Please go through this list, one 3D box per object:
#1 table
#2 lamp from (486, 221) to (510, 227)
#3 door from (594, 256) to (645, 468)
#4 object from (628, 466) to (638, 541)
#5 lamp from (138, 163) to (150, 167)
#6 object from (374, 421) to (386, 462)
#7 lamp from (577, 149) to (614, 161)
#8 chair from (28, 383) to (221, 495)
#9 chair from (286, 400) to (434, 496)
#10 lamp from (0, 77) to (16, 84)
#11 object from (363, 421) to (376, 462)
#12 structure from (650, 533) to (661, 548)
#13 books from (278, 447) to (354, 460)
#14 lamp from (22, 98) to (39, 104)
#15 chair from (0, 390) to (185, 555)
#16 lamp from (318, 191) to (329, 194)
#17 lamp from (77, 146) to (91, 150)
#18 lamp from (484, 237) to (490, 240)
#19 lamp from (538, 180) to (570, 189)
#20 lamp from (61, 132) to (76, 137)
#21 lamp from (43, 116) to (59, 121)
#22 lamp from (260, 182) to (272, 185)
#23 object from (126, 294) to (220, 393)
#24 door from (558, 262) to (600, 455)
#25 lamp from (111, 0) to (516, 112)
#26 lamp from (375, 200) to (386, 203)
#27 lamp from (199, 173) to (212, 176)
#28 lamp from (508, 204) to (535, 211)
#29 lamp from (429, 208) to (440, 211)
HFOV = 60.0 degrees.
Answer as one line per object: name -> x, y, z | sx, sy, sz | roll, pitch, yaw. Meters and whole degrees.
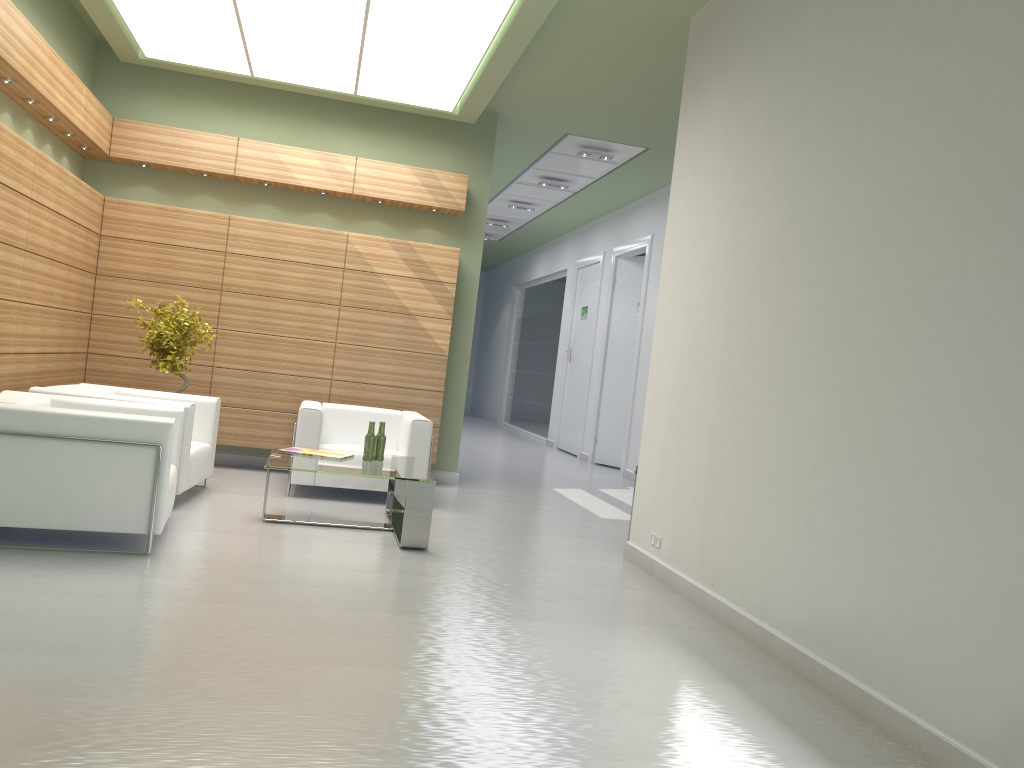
table -> -1.943, 1.262, 10.321 | 1.783, 0.742, 2.197 | 6, 1, -12
lamp -> -0.411, -4.705, 25.900 | 0.657, 0.159, 0.286 | 6, 1, -12
door -> 3.038, -0.504, 21.001 | 0.134, 5.083, 2.089 | 6, 1, -42
object -> 1.711, 1.554, 11.022 | 0.483, 1.027, 0.482 | 6, 1, -41
lamp -> -5.623, -3.372, 13.556 | 0.181, 0.074, 0.181 | 6, 1, -18
object -> -1.579, 0.687, 10.636 | 0.131, 0.475, 0.131 | 7, 1, 42
lamp -> 1.578, -4.364, 16.745 | 0.657, 0.159, 0.286 | 6, 1, -12
chair -> -4.676, 0.717, 10.860 | 1.769, 1.234, 1.894 | 7, 1, -7
chair -> -2.212, 0.979, 12.881 | 1.894, 1.234, 1.802 | 6, 1, -12
lamp -> -5.463, -3.306, 9.592 | 0.181, 0.074, 0.181 | 6, 1, -41
object -> -1.678, 0.677, 10.490 | 0.131, 0.475, 0.131 | 7, 1, 42
structure -> 1.560, 1.697, 9.628 | 0.017, 0.118, 0.262 | 6, 1, -12
books -> -2.330, 0.827, 10.581 | 0.762, 0.025, 0.508 | 7, 1, 8
lamp -> -5.635, -3.336, 10.387 | 0.181, 0.074, 0.181 | 6, 1, -29
chair -> -4.199, 0.800, 8.586 | 1.802, 1.234, 1.894 | 6, 1, -17
lamp -> -3.004, -3.075, 14.137 | 0.181, 0.074, 0.181 | 6, 1, -18
lamp -> -6.151, -3.424, 12.757 | 0.181, 0.074, 0.181 | 6, 1, -29
lamp -> -1.058, -4.816, 28.876 | 0.657, 0.159, 0.286 | 6, 1, -12
lamp -> 0.931, -4.475, 19.726 | 0.657, 0.159, 0.286 | 6, 1, -12
lamp -> -5.979, -3.395, 11.968 | 0.181, 0.074, 0.181 | 6, 1, -41
lamp -> -5.805, -3.365, 11.167 | 0.181, 0.074, 0.181 | 6, 1, -29
lamp -> -3.868, -3.173, 13.945 | 0.181, 0.074, 0.181 | 7, 1, 38
object -> -4.904, -0.008, 12.457 | 1.201, 2.565, 1.116 | 6, 1, -44
door -> 1.790, -0.685, 24.006 | 0.250, 5.083, 2.089 | 6, 1, -12
lamp -> -2.588, -4.586, 10.967 | 4.571, 0.325, 5.060 | 6, 1, -12
lamp -> -2.127, -2.975, 14.331 | 0.181, 0.074, 0.181 | 7, 1, 38
lamp -> -4.751, -3.273, 13.750 | 0.181, 0.074, 0.181 | 6, 1, -18
lamp -> 0.254, -4.591, 22.839 | 0.657, 0.159, 0.286 | 6, 1, -12
lamp -> -1.268, -2.877, 14.521 | 0.181, 0.074, 0.181 | 6, 1, -18
